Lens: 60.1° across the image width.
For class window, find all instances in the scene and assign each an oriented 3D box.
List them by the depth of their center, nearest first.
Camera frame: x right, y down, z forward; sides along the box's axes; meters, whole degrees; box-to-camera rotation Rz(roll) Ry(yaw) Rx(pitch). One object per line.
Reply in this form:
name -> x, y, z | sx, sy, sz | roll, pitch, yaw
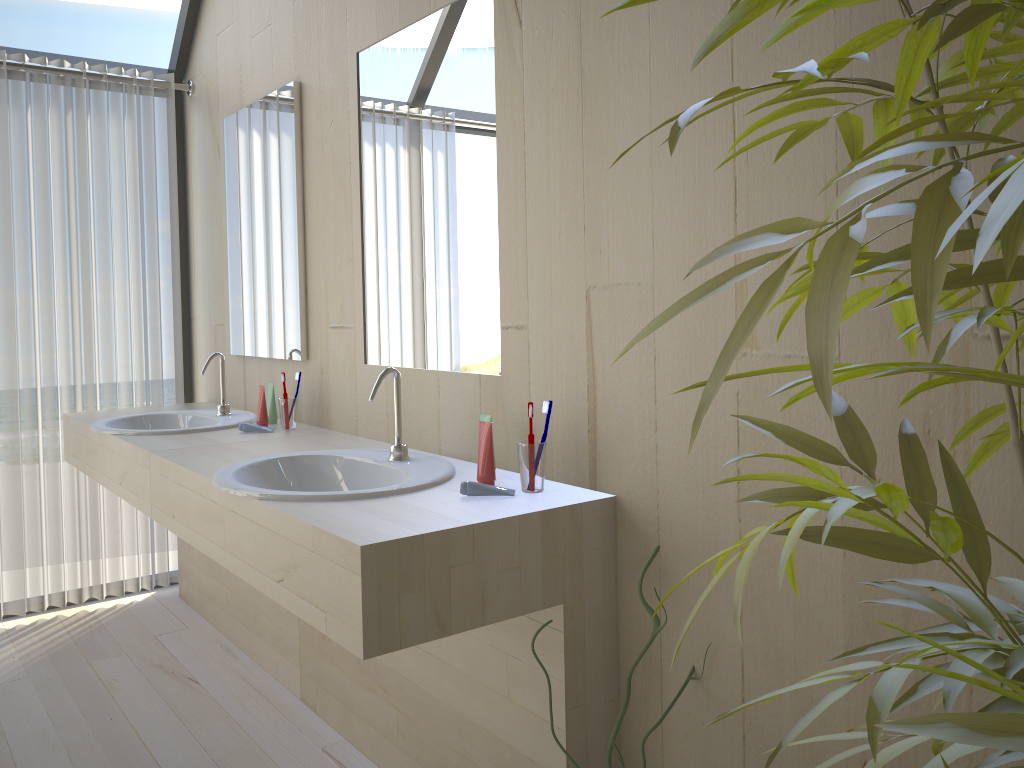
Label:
window -> -3.027, -0.398, 2.137 | 4.568, 2.808, 0.745 | -4, 3, -36

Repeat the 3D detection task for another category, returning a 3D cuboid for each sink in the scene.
sink -> -0.387, 0.179, 1.939 | 0.504, 0.418, 0.574 | -4, 4, -33
sink -> -1.105, 0.110, 2.908 | 0.504, 0.418, 0.574 | -4, 4, -33

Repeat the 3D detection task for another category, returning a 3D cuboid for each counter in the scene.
counter -> -0.360, 0.588, 2.006 | 0.551, 0.789, 1.207 | -3, 4, -36
counter -> -1.079, 0.518, 2.975 | 0.551, 0.789, 1.207 | -3, 4, -36

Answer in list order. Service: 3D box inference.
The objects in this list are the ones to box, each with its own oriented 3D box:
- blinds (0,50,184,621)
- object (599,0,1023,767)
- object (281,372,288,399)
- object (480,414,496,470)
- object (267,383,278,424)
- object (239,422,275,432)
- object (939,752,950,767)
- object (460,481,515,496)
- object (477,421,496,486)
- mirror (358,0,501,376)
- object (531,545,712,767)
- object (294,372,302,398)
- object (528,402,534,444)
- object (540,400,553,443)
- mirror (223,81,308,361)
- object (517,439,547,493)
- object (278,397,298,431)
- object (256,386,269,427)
blinds -> -1.835, -0.179, 3.264 | 1.184, 2.067, 0.084 | -3, 2, -37
object -> 0.446, 0.209, 0.517 | 0.787, 1.753, 0.937 | -2, 2, -11
object -> -0.681, 0.053, 2.657 | 0.012, 0.178, 0.050 | -1, 2, 3
object -> -0.054, 0.133, 1.876 | 0.039, 0.134, 0.039 | -1, 2, 5
object -> -0.773, 0.063, 2.844 | 0.039, 0.134, 0.039 | -1, 2, 12
object -> -0.765, 0.129, 2.651 | 0.104, 0.029, 0.033 | -1, 3, 4
object -> -0.124, 0.549, 0.046 | 0.916, 1.155, 0.752 | -1, 3, -3
object -> -0.046, 0.198, 1.683 | 0.104, 0.029, 0.033 | -1, 3, 4
object -> -0.052, 0.142, 1.762 | 0.039, 0.134, 0.039 | -1, 2, 5
mirror -> -0.215, -0.468, 2.208 | 0.023, 0.867, 0.654 | -2, 3, -36
object -> 0.172, 0.638, 1.482 | 0.274, 0.747, 0.407 | 1, 3, 41
object -> -0.665, 0.051, 2.689 | 0.054, 0.175, 0.012 | -2, 2, -11
object -> 0.037, 0.122, 1.688 | 0.012, 0.178, 0.050 | -1, 2, 3
object -> 0.054, 0.120, 1.721 | 0.054, 0.175, 0.012 | -2, 2, -11
mirror -> -0.854, -0.526, 3.025 | 0.023, 0.867, 0.654 | -2, 3, -36
object -> 0.039, 0.162, 1.719 | 0.058, 0.100, 0.058 | -2, 3, -26
object -> -0.679, 0.092, 2.688 | 0.058, 0.100, 0.058 | -3, 3, -30
object -> -0.771, 0.073, 2.730 | 0.039, 0.134, 0.039 | -1, 2, 12
